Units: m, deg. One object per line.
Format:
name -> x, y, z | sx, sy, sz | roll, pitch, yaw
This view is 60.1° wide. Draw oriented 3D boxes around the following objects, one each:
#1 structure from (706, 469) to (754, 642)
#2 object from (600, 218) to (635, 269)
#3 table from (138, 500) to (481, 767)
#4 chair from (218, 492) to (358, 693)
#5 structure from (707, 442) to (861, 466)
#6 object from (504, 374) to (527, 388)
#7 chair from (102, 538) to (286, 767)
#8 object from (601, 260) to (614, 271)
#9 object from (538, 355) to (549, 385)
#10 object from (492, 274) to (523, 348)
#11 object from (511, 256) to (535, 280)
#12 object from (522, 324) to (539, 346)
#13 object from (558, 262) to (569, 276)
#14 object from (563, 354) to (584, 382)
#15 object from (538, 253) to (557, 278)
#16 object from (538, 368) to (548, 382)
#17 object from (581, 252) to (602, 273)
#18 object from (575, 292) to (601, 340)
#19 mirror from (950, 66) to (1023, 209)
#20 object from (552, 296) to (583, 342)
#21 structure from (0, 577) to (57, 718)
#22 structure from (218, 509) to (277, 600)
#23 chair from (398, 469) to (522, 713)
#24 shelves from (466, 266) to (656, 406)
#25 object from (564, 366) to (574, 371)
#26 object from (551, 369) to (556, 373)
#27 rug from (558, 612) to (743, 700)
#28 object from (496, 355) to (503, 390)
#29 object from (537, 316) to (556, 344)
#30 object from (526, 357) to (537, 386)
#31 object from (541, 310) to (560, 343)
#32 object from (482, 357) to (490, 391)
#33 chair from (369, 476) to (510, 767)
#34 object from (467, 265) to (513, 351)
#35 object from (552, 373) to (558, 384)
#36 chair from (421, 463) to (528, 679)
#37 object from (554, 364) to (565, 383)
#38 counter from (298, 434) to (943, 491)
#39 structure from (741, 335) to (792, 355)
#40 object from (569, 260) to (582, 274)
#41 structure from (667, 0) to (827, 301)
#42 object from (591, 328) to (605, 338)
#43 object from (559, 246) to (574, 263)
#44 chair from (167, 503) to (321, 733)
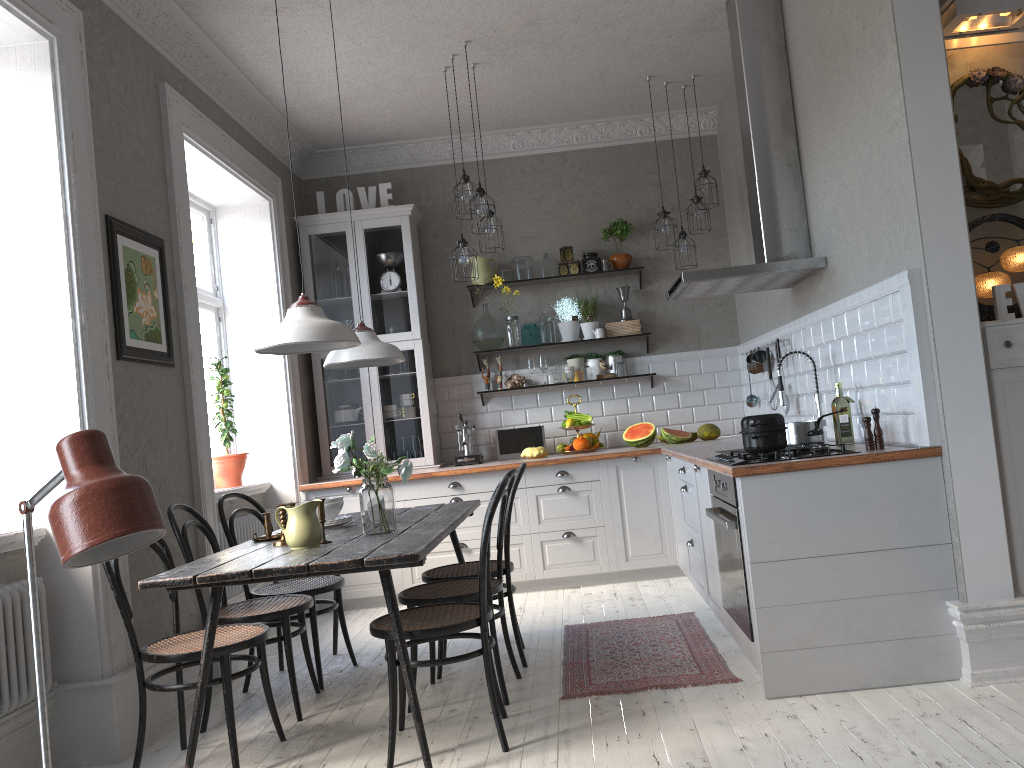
structure -> 1.158, 0.641, 3.635 | 0.617, 0.623, 0.623 | -6, -3, 2
object -> 0.811, -1.033, 6.591 | 0.256, 0.397, 0.245 | -7, -3, 27
table -> -0.639, 0.981, 3.735 | 0.904, 0.735, 1.922 | -6, -3, 3
chair -> -1.078, 0.960, 4.255 | 0.544, 0.920, 0.442 | -7, -3, 15
structure -> 1.095, 0.282, 3.656 | 0.495, 0.031, 0.606 | -6, -3, 2
object -> 0.020, -0.021, 6.564 | 0.179, 0.111, 0.095 | -5, -3, -21
chair -> -1.160, 0.917, 3.214 | 0.545, 0.920, 0.441 | -6, -3, 9
object -> 0.702, -0.873, 6.535 | 0.093, 0.096, 0.075 | -6, -3, 3
object -> 0.235, -0.101, 6.509 | 0.082, 0.217, 0.081 | -5, -3, -12
object -> -0.029, -0.536, 6.501 | 0.192, 0.540, 0.279 | -6, -3, -5
object -> 0.084, -0.848, 6.607 | 0.168, 0.184, 0.176 | -8, -4, 41
object -> 0.140, -0.361, 6.634 | 0.125, 0.172, 0.126 | -6, -3, 6
object -> 0.385, -0.845, 6.593 | 0.082, 0.113, 0.083 | -6, -3, 2
object -> 0.464, -0.121, 6.621 | 0.158, 0.217, 0.154 | -5, -3, -18
object -> 0.266, -0.881, 6.699 | 0.143, 0.220, 0.137 | -4, -3, -38
object -> 0.238, -0.097, 6.599 | 0.082, 0.217, 0.081 | -5, -3, -12
object -> 0.594, -0.896, 6.637 | 0.142, 0.174, 0.142 | -6, -3, 2
object -> 0.566, -0.513, 6.579 | 0.188, 0.380, 0.166 | -4, -3, -37
mirror -> 2.000, -1.032, 3.685 | 0.532, 0.593, 0.071 | -6, -3, 1
object -> 0.439, -0.485, 6.633 | 0.241, 0.354, 0.237 | -7, -3, 20
structure -> -1.770, 0.893, 2.657 | 0.149, 0.428, 1.223 | -6, -3, 1
structure -> -1.605, 1.000, 5.188 | 0.149, 0.428, 1.223 | -6, -3, 1
chair -> -0.205, 0.841, 3.715 | 0.545, 0.920, 0.441 | -6, -3, 9
shelves -> 0.371, -0.330, 6.598 | 1.315, 0.923, 0.229 | -6, -3, 1
object -> 0.423, -0.099, 6.494 | 0.078, 0.051, 0.076 | -5, -3, -12
object -> 0.333, -0.073, 6.614 | 0.077, 0.083, 0.079 | -7, -3, 20
rug -> 0.590, 1.230, 4.115 | 0.735, 0.014, 1.291 | -6, -3, 3
object -> -0.089, -0.084, 6.594 | 0.052, 0.264, 0.063 | -8, -3, 38
object -> 0.255, -0.394, 6.543 | 0.123, 0.206, 0.127 | -7, -3, 25
object -> 0.152, -0.088, 6.605 | 0.082, 0.217, 0.081 | -5, -3, -12
object -> 0.285, -0.419, 6.694 | 0.131, 0.264, 0.132 | -6, -3, 8
object -> -0.192, -0.072, 6.612 | 0.054, 0.264, 0.060 | -5, -3, -27
chair -> -0.236, 0.818, 3.181 | 0.550, 0.920, 0.437 | -6, -3, -1
object -> -0.206, -0.584, 6.552 | 0.340, 0.674, 0.332 | -4, -3, -29
object -> 0.337, -0.040, 6.613 | 0.077, 0.083, 0.079 | -7, -3, 20
chair -> -0.155, 0.859, 4.198 | 0.550, 0.920, 0.437 | -6, -3, -1
object -> 0.360, -0.074, 6.538 | 0.080, 0.139, 0.077 | -5, -3, -25
counter -> 0.122, 0.483, 4.969 | 3.158, 0.039, 3.395 | -6, -3, 2
structure -> 1.587, -0.228, 5.577 | 0.094, 0.053, 1.087 | -6, -3, 3
object -> 0.472, -0.855, 6.588 | 0.082, 0.113, 0.083 | -7, -3, 12
structure -> 1.142, -1.318, 4.770 | 0.712, 1.595, 0.713 | -6, -3, 2
object -> 0.644, -0.371, 6.507 | 0.104, 0.071, 0.064 | -8, -3, 32
object -> 0.406, -0.961, 6.585 | 0.084, 0.113, 0.082 | -5, -3, -18
chair -> -1.128, 0.941, 3.769 | 0.550, 0.920, 0.437 | -6, -3, -1
